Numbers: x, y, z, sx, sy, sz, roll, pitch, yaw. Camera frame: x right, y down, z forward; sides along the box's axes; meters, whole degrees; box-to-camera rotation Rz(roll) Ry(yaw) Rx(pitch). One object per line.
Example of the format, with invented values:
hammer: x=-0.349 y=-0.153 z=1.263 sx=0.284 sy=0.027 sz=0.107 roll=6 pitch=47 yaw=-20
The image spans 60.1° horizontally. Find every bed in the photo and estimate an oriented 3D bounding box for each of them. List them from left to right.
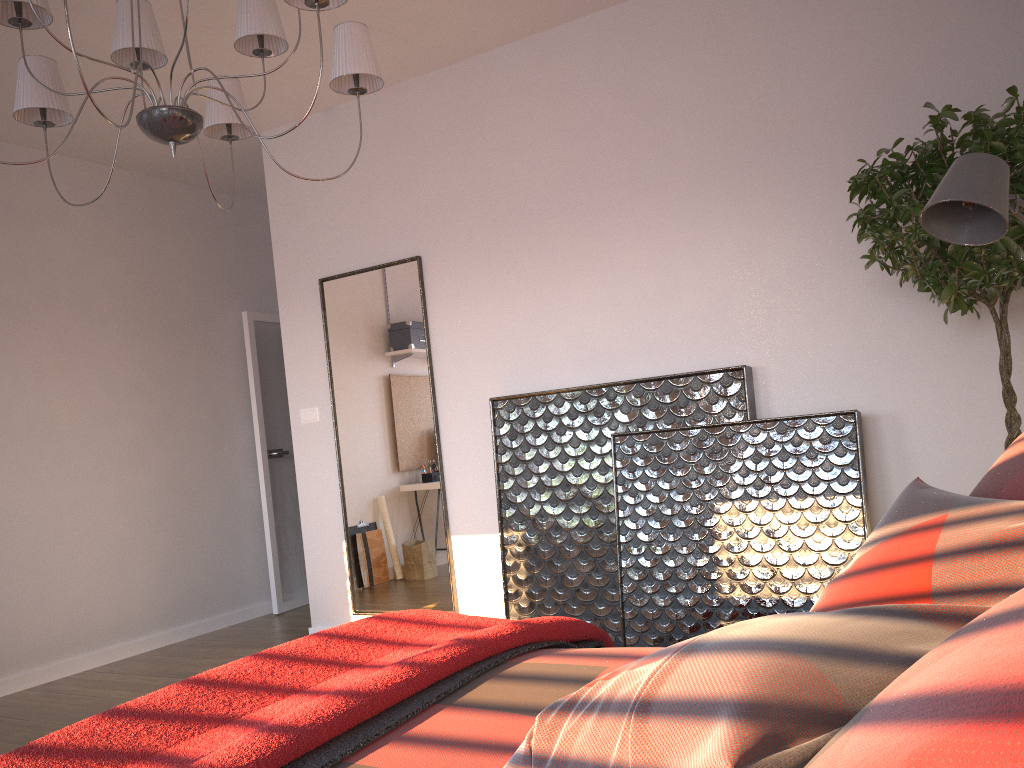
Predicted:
bed: x=0.073 y=0.751 z=1.432 sx=2.320 sy=0.769 sz=2.033 roll=-8 pitch=-3 yaw=30

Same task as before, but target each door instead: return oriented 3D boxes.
door: x=-1.126 y=0.465 z=6.241 sx=1.035 sy=2.128 sz=0.996 roll=-6 pitch=-1 yaw=30

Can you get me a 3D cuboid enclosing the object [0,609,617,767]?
object: x=-0.476 y=0.897 z=1.790 sx=0.685 sy=0.659 sz=2.641 roll=-7 pitch=-3 yaw=31

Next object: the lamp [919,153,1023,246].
lamp: x=1.390 y=-0.006 z=2.246 sx=0.787 sy=1.126 sz=0.280 roll=-6 pitch=0 yaw=-19

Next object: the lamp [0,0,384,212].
lamp: x=-0.955 y=-1.099 z=2.367 sx=1.250 sy=1.078 sz=1.099 roll=-7 pitch=-2 yaw=30

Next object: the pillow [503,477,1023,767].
pillow: x=0.565 y=0.394 z=1.118 sx=1.147 sy=0.733 sz=2.139 roll=-7 pitch=-3 yaw=28

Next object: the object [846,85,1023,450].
object: x=1.633 y=0.049 z=2.992 sx=0.803 sy=2.018 sz=0.811 roll=-6 pitch=-1 yaw=33

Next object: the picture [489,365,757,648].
picture: x=0.496 y=0.617 z=3.969 sx=1.252 sy=1.252 sz=0.171 roll=-7 pitch=-1 yaw=30

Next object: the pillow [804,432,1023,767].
pillow: x=0.632 y=0.362 z=1.170 sx=0.529 sy=0.551 sz=1.811 roll=-7 pitch=-3 yaw=31

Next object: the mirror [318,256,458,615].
mirror: x=-0.663 y=0.306 z=4.715 sx=0.685 sy=1.854 sz=0.065 roll=-6 pitch=0 yaw=30

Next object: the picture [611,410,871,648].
picture: x=0.913 y=0.668 z=3.601 sx=1.028 sy=1.026 sz=0.209 roll=-7 pitch=-1 yaw=30

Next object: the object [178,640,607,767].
object: x=-0.614 y=0.944 z=1.830 sx=1.125 sy=0.567 sz=2.502 roll=-7 pitch=-3 yaw=30
